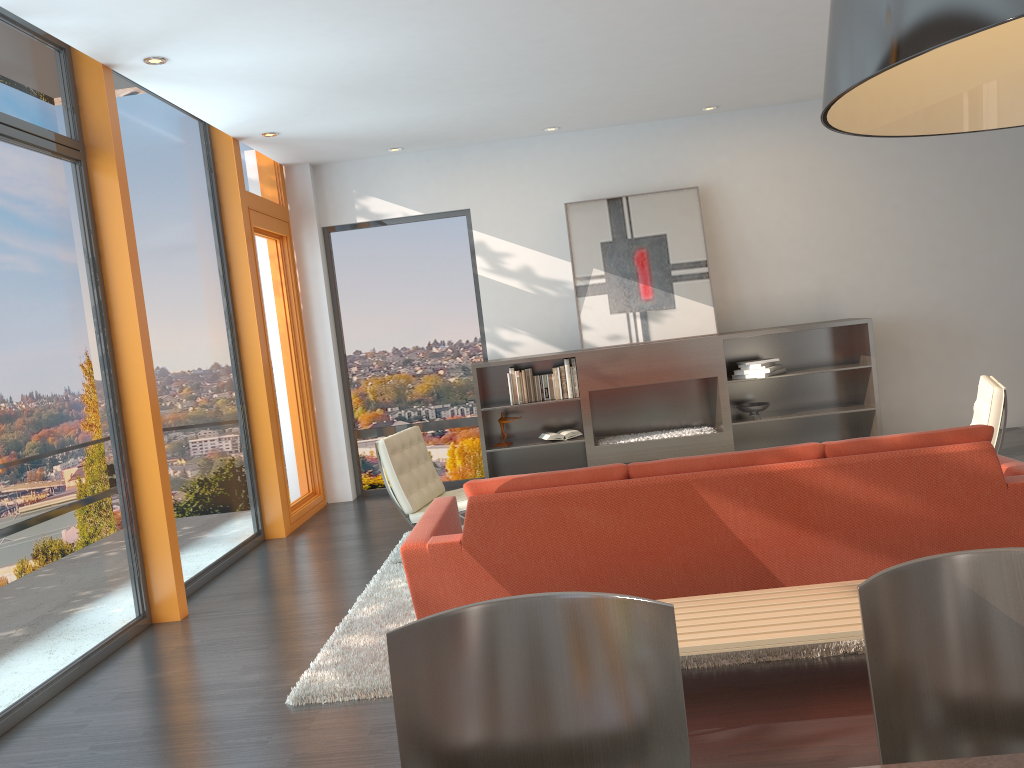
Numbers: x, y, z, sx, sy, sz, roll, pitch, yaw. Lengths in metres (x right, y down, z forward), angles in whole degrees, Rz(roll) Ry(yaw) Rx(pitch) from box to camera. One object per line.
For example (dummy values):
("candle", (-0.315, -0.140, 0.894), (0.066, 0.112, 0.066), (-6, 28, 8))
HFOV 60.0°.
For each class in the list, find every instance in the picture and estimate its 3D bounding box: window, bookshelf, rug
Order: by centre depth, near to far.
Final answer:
("window", (-2.341, -0.210, 3.933), (0.070, 3.344, 2.105), (-7, 3, 3))
("rug", (1.029, 1.003, 5.036), (3.772, 0.043, 2.985), (-7, 4, 3))
("window", (-2.230, -0.358, 6.011), (0.070, 3.344, 1.845), (-7, 3, 3))
("window", (-2.051, -0.482, 7.611), (0.211, 3.344, 1.157), (-7, 3, 3))
("bookshelf", (1.412, 0.196, 7.828), (3.387, 1.162, 0.570), (-7, 3, 3))
("window", (-0.978, -0.655, 8.377), (1.409, 3.338, 0.065), (-7, 3, 3))

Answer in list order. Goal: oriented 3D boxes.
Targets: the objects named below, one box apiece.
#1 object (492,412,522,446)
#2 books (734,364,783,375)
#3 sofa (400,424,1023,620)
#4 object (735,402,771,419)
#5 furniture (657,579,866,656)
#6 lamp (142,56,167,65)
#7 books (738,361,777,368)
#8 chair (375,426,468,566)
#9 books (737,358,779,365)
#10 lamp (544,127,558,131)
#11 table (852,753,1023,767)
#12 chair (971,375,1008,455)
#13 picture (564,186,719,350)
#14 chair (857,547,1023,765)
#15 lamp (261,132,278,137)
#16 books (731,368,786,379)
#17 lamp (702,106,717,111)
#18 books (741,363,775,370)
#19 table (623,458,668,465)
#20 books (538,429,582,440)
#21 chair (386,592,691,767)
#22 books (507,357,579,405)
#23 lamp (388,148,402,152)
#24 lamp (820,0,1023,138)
("object", (-0.054, 0.395, 7.874), (0.245, 0.290, 0.202), (-5, 4, 23))
("books", (2.138, -0.125, 7.689), (0.314, 0.038, 0.399), (-4, 4, 33))
("sofa", (0.889, 0.667, 3.924), (2.597, 0.852, 1.038), (-7, 3, 3))
("object", (2.103, 0.238, 7.712), (0.308, 0.116, 0.309), (-4, 5, 37))
("furniture", (0.937, 0.965, 3.089), (2.005, 0.357, 0.493), (-7, 4, 3))
("lamp", (-1.987, -1.798, 4.936), (0.129, 0.010, 0.129), (-10, 5, -41))
("books", (2.132, -0.174, 7.686), (0.210, 0.020, 0.300), (-3, 5, 43))
("chair", (-0.450, 0.701, 5.898), (0.707, 0.816, 0.700), (-6, 3, 13))
("books", (2.130, -0.193, 7.685), (0.300, 0.020, 0.210), (-7, 4, -7))
("lamp", (0.349, -2.264, 7.882), (0.129, 0.010, 0.129), (-10, 5, -41))
("table", (0.768, 0.982, 0.786), (2.151, 0.764, 1.172), (-7, 4, 3))
("chair", (2.488, 0.407, 5.097), (0.706, 0.816, 0.700), (-5, 4, 23))
("picture", (1.144, -1.034, 7.915), (1.208, 1.337, 0.269), (-7, 3, 3))
("chair", (0.834, 0.789, 1.259), (0.548, 0.967, 0.615), (-7, 3, 3))
("lamp", (-1.883, -1.937, 6.889), (0.129, 0.010, 0.129), (-10, 5, -41))
("books", (2.142, -0.088, 7.691), (0.314, 0.038, 0.398), (-3, 5, 43))
("lamp", (1.736, -2.422, 7.799), (0.129, 0.010, 0.129), (-10, 5, -41))
("books", (2.134, -0.154, 7.687), (0.210, 0.020, 0.300), (-4, 4, 33))
("table", (0.919, 0.766, 5.397), (1.999, 0.464, 0.948), (-6, 4, 4))
("books", (0.427, 0.455, 7.819), (0.336, 0.064, 0.234), (-8, 4, -16))
("chair", (0.075, 0.875, 1.305), (0.548, 0.967, 0.615), (-7, 3, 3))
("books", (0.274, -0.031, 7.777), (0.592, 0.339, 0.324), (-7, 3, 3))
("lamp", (-1.052, -2.104, 7.967), (0.129, 0.010, 0.129), (-10, 5, -41))
("lamp", (0.460, -1.055, 0.687), (0.567, 1.579, 0.567), (-5, 4, 33))
